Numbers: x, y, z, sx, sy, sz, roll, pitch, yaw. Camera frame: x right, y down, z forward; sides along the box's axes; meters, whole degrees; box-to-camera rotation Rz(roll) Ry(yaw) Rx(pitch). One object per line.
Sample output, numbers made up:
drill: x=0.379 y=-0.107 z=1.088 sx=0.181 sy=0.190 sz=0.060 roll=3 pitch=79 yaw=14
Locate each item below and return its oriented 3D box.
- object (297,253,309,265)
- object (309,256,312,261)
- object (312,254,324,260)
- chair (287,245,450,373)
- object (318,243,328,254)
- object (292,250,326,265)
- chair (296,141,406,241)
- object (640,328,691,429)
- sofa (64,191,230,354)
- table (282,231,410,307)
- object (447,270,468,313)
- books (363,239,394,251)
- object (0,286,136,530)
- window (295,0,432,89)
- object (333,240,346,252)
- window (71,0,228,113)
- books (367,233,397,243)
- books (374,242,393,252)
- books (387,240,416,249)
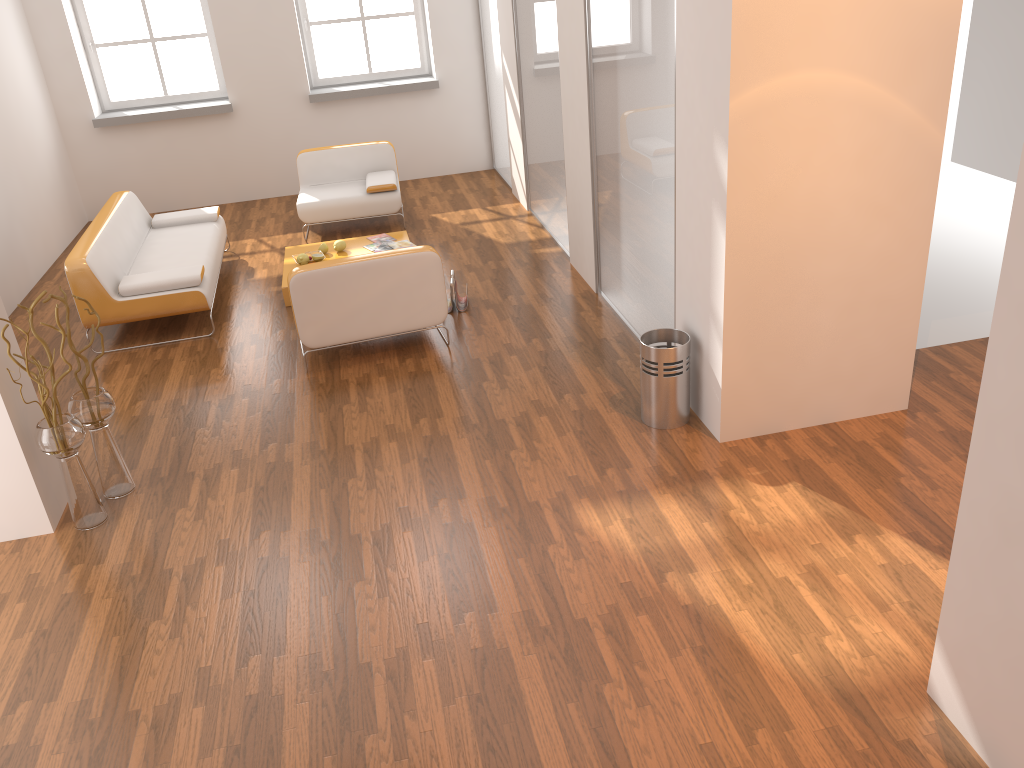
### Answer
object: x=-1.596 y=-0.954 z=6.785 sx=0.102 sy=0.095 sz=0.101 roll=-26 pitch=33 yaw=-35
object: x=-1.588 y=-0.975 z=6.879 sx=0.134 sy=0.037 sz=0.061 roll=-6 pitch=27 yaw=-2
object: x=-1.494 y=-0.967 z=6.838 sx=0.092 sy=0.065 sz=0.091 roll=17 pitch=34 yaw=37
chair: x=-0.950 y=-0.601 z=5.685 sx=0.923 sy=0.661 sz=0.825 roll=-12 pitch=27 yaw=-13
object: x=-1.495 y=-1.074 z=7.021 sx=0.080 sy=0.087 sz=0.094 roll=3 pitch=28 yaw=16
object: x=-1.569 y=-0.963 z=6.859 sx=0.227 sy=0.048 sz=0.227 roll=-14 pitch=28 yaw=-17
chair: x=-1.488 y=-1.786 z=8.121 sx=0.923 sy=0.661 sz=0.825 roll=-8 pitch=27 yaw=-5
object: x=0.773 y=-0.027 z=4.479 sx=0.248 sy=0.450 sz=0.248 roll=12 pitch=32 yaw=30
sofa: x=-2.678 y=-0.980 z=6.748 sx=0.825 sy=0.661 sz=2.010 roll=-10 pitch=27 yaw=-10
table: x=-1.269 y=-0.925 z=6.949 sx=1.000 sy=0.150 sz=1.000 roll=-9 pitch=27 yaw=-8
object: x=-0.406 y=-0.647 z=6.173 sx=0.189 sy=0.217 sz=0.281 roll=-5 pitch=27 yaw=0
books: x=-1.054 y=-1.113 z=7.109 sx=0.249 sy=0.004 sz=0.171 roll=-22 pitch=31 yaw=-30
object: x=-1.992 y=0.135 z=3.927 sx=0.284 sy=1.112 sz=0.655 roll=0 pitch=27 yaw=11
window: x=-1.570 y=-3.984 z=9.088 sx=1.308 sy=1.737 sz=0.142 roll=-9 pitch=27 yaw=-8
object: x=-1.368 y=-1.098 z=7.040 sx=0.105 sy=0.091 sz=0.103 roll=-12 pitch=28 yaw=-13
window: x=-3.626 y=-3.645 z=8.791 sx=1.308 sy=1.737 sz=0.142 roll=-9 pitch=27 yaw=-8
books: x=-1.070 y=-1.188 z=7.261 sx=0.171 sy=0.004 sz=0.249 roll=-19 pitch=30 yaw=-25
books: x=-0.978 y=-1.084 z=7.030 sx=0.171 sy=0.004 sz=0.249 roll=1 pitch=27 yaw=12
books: x=-0.869 y=-1.097 z=7.026 sx=0.171 sy=0.004 sz=0.249 roll=-18 pitch=29 yaw=-23
